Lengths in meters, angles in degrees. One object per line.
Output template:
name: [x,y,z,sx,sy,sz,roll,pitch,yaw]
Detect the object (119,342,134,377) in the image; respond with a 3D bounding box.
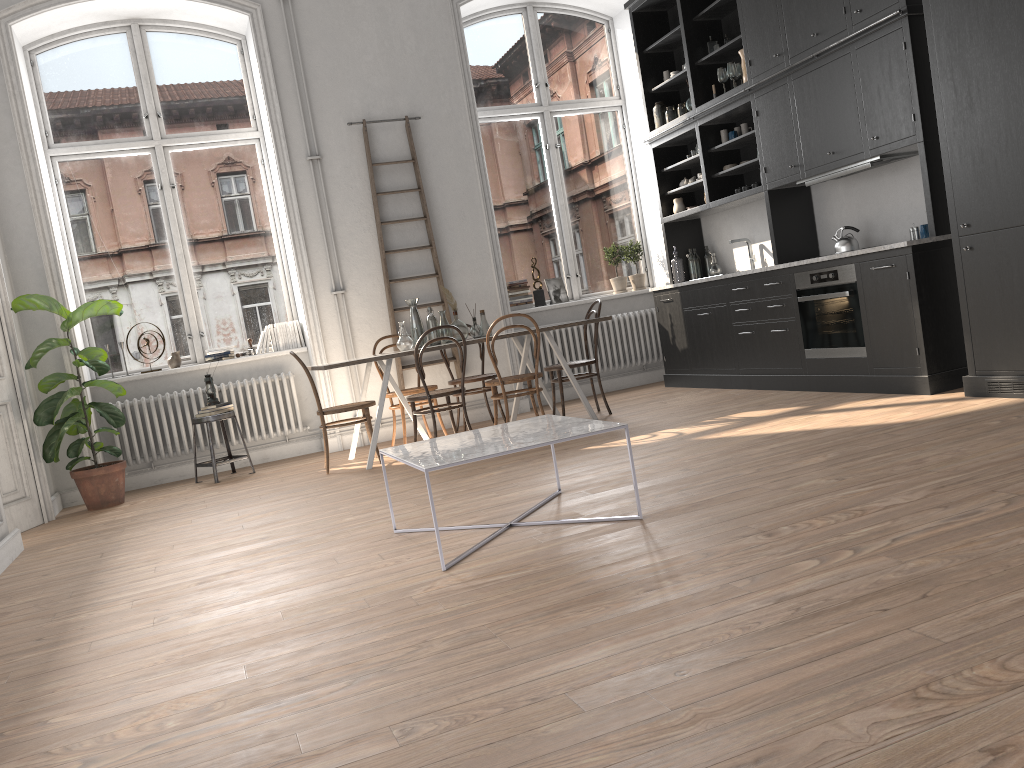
object: [-3.241,-0.207,7.417,0.095,0.289,0.095,-9,5,3]

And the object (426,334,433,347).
object: [-0.639,-0.333,6.770,0.058,0.094,0.058,-9,5,9]

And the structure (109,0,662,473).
structure: [-1.160,-1.764,7.926,5.179,4.477,0.340,-11,5,-19]

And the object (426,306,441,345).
object: [-0.616,-0.451,6.878,0.086,0.301,0.086,-13,6,-34]

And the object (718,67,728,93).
object: [1.721,-2.455,7.211,0.083,0.221,0.083,-9,5,12]

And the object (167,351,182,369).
object: [-2.881,-0.205,7.565,0.102,0.142,0.100,-5,6,45]

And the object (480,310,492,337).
object: [-0.223,-0.487,7.089,0.101,0.212,0.101,-8,5,20]

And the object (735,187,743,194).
object: [1.887,-1.595,7.324,0.088,0.059,0.104,-12,5,-31]

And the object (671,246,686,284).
object: [1.550,-1.121,8.311,0.108,0.349,0.109,-13,6,-38]

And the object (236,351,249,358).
object: [-2.366,-0.260,7.771,0.088,0.048,0.153,-8,4,20]

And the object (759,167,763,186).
object: [2.025,-1.662,7.011,0.124,0.192,0.129,-9,5,8]

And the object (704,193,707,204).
object: [1.720,-1.632,7.770,0.070,0.123,0.173,-9,4,13]

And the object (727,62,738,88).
object: [1.767,-2.454,7.088,0.083,0.221,0.083,-7,5,27]

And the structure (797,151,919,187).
structure: [2.414,-1.527,6.217,0.379,0.123,0.843,-11,4,-19]

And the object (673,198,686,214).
object: [1.560,-1.652,8.256,0.127,0.145,0.115,-13,6,-40]

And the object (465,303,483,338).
object: [-0.296,-0.503,6.982,0.106,0.284,0.107,-12,5,-24]

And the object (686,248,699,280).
object: [1.686,-1.116,8.292,0.086,0.301,0.086,-13,6,-34]

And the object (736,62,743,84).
object: [1.850,-2.473,7.152,0.083,0.221,0.083,-11,5,-20]

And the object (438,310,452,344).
object: [-0.531,-0.449,6.985,0.098,0.255,0.100,-14,6,-42]

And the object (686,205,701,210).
object: [1.687,-1.609,8.136,0.180,0.037,0.180,-12,5,-34]

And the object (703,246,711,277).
object: [1.843,-1.145,8.319,0.086,0.301,0.086,-7,5,26]

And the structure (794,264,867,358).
structure: [2.452,-0.540,6.245,0.618,0.623,0.622,-11,5,-19]

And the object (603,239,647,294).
object: [1.152,-1.196,9.028,0.499,0.524,0.234,-12,5,-30]

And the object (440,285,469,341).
object: [-0.439,-0.552,6.846,0.157,0.446,0.156,-10,5,-1]

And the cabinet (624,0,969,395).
cabinet: [1.987,-1.765,6.889,0.634,3.585,3.250,-11,5,-19]

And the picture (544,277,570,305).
picture: [0.424,-0.919,8.811,0.221,0.264,0.149,-13,6,-36]

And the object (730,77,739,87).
object: [1.822,-2.474,7.230,0.083,0.221,0.083,-12,5,-27]

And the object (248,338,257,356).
object: [-2.277,-0.325,7.742,0.088,0.153,0.048,-6,6,40]

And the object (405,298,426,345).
object: [-0.751,-0.475,6.947,0.116,0.383,0.116,-10,5,-8]

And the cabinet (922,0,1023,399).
cabinet: [2.964,-1.138,4.513,0.633,2.373,1.400,-11,5,-19]

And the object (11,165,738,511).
object: [-0.786,-0.438,7.225,5.825,1.843,0.792,-11,5,-14]

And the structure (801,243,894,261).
structure: [2.392,-0.930,6.216,0.427,0.011,0.592,-11,4,-19]

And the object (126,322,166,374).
object: [-3.084,-0.309,7.493,0.347,0.425,0.087,-9,5,13]

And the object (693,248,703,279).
object: [1.748,-1.135,8.397,0.086,0.301,0.086,-10,5,-5]

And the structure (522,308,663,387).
structure: [0.812,-0.372,8.747,1.576,0.552,0.194,-11,5,-19]

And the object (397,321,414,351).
object: [-0.813,-0.361,6.672,0.132,0.219,0.132,-12,5,-30]

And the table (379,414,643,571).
table: [-0.041,0.422,3.825,0.849,0.392,0.849,-11,4,-19]

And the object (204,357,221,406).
object: [-2.433,-0.024,7.196,0.154,0.383,0.163,-5,6,44]

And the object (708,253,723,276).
object: [1.873,-1.101,8.196,0.132,0.219,0.120,-11,5,-19]

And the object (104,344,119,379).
object: [-3.369,-0.187,7.432,0.095,0.289,0.095,-9,5,12]

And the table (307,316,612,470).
table: [-0.381,0.056,6.927,2.199,0.780,1.100,-11,5,-19]

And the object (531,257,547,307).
object: [0.244,-1.001,8.700,0.122,0.488,0.102,-9,5,5]

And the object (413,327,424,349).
object: [-0.732,-0.355,6.837,0.083,0.158,0.083,-12,5,-24]
